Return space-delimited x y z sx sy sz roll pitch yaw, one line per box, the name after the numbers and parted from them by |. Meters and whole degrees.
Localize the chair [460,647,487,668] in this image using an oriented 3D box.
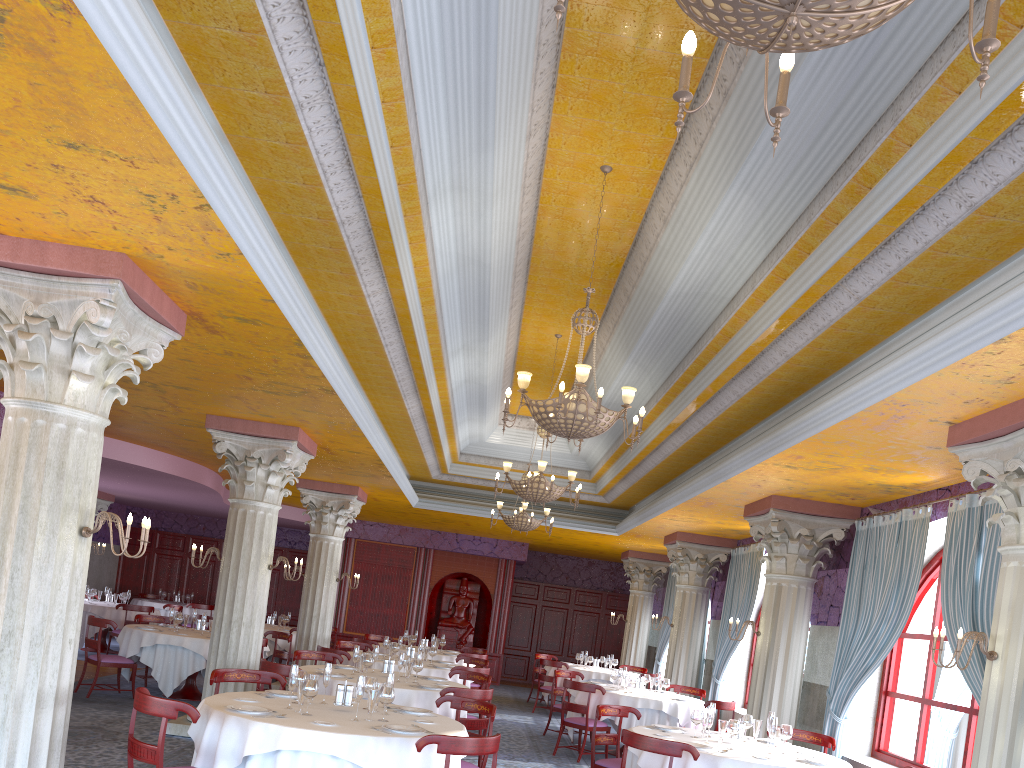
-0.911 5.787 17.043 0.741 1.080 0.663 3 -6 44 | chair

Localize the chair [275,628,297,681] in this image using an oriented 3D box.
-3.984 5.123 16.109 0.639 1.080 0.769 4 -6 44 | chair

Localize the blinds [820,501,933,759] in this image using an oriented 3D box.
3.730 3.059 9.033 0.244 3.487 1.727 8 -3 1 | blinds

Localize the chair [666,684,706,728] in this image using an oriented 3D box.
2.660 5.387 13.720 0.741 1.080 0.663 3 -6 44 | chair

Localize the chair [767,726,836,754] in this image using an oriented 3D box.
2.843 4.096 8.764 0.741 1.080 0.663 3 -6 44 | chair

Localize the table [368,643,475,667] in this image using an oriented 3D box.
-1.746 5.488 16.148 2.080 0.940 2.156 8 -12 0 | table

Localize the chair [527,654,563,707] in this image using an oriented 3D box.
0.768 6.384 18.437 0.639 1.080 0.769 4 -6 44 | chair

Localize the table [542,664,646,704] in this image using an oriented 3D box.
1.648 6.335 17.607 2.080 0.940 2.156 8 -12 0 | table

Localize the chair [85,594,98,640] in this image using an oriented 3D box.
-9.080 4.942 18.021 0.639 1.080 0.769 4 -6 44 | chair

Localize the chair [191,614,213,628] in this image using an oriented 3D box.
-5.700 4.874 16.044 0.741 1.080 0.663 3 -6 44 | chair

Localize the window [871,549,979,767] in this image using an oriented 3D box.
4.442 2.578 8.078 0.160 2.503 3.665 8 -10 0 | window

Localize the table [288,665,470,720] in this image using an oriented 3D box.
-1.510 3.827 9.773 2.080 0.940 2.156 8 -12 0 | table

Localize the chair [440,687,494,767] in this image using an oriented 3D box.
-0.611 3.674 8.937 0.639 1.080 0.769 4 -6 44 | chair

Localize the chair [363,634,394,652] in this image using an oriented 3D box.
-2.626 5.537 16.977 0.639 1.080 0.769 4 -6 44 | chair

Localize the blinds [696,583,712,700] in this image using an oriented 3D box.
3.452 5.012 16.526 0.245 3.487 1.724 8 -3 -1 | blinds

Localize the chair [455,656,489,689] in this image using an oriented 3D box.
-0.788 4.923 13.726 0.741 1.080 0.663 3 -6 44 | chair

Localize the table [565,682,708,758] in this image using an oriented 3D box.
1.825 5.089 12.825 2.080 0.940 2.156 8 -12 0 | table

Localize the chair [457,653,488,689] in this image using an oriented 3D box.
-0.847 5.336 15.312 0.639 1.080 0.769 4 -6 44 | chair

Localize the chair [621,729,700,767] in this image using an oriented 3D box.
1.192 3.395 6.967 0.741 1.080 0.663 3 -6 44 | chair

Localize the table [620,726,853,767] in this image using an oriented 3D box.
2.008 3.797 7.869 2.080 0.940 2.156 8 -12 0 | table

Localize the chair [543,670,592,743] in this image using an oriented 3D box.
0.945 5.138 13.655 0.639 1.080 0.769 4 -6 44 | chair

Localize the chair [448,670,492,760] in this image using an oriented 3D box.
-0.675 4.125 10.668 0.741 1.080 0.663 3 -6 44 | chair

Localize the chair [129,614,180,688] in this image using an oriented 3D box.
-5.606 4.214 13.513 0.639 1.080 0.769 4 -6 44 | chair

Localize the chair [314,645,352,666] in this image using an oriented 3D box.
-2.439 4.222 11.930 0.741 1.080 0.663 3 -6 44 | chair

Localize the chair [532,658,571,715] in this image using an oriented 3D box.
0.832 5.933 16.706 0.741 1.080 0.663 3 -6 44 | chair

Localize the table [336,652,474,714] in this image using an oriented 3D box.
-1.623 4.624 12.831 2.080 0.940 2.156 8 -12 0 | table

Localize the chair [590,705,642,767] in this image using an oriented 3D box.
1.128 3.846 8.698 0.639 1.080 0.769 4 -6 44 | chair

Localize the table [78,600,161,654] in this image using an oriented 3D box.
-8.200 4.893 17.192 2.080 0.940 2.156 8 -12 0 | table

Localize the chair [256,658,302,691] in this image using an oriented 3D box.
-2.326 3.425 8.871 0.741 1.080 0.663 3 -6 44 | chair

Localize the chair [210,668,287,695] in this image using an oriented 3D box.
-2.272 3.040 7.394 0.639 1.080 0.769 4 -6 44 | chair

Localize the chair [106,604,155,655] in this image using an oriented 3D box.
-7.300 4.740 16.356 0.639 1.080 0.769 4 -6 44 | chair

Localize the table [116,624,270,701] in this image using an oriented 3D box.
-4.726 4.165 12.683 2.080 0.940 2.156 8 -12 0 | table

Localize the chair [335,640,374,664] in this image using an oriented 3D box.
-2.503 4.673 13.661 0.639 1.080 0.769 4 -6 44 | chair

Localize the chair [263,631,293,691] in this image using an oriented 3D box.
-3.890 4.463 13.578 0.741 1.080 0.663 3 -6 44 | chair

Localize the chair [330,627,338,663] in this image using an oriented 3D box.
-4.048 5.574 17.840 0.741 1.080 0.663 3 -6 44 | chair

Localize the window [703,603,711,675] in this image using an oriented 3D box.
4.090 5.059 17.594 0.160 2.503 3.665 8 -10 0 | window

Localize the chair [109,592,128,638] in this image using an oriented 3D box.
-9.401 5.628 20.768 0.741 1.080 0.663 3 -6 44 | chair

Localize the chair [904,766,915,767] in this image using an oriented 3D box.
2.908 3.644 7.032 0.639 1.080 0.769 4 -6 44 | chair

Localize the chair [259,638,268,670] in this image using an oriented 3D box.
-3.826 4.012 11.847 0.639 1.080 0.769 4 -6 44 | chair

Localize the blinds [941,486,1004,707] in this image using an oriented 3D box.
3.804 2.536 7.025 0.245 3.487 1.724 8 -3 -1 | blinds

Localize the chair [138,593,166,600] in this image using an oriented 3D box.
-9.465 6.079 22.499 0.639 1.080 0.769 4 -6 44 | chair

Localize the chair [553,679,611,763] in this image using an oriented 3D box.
1.009 4.687 11.923 0.741 1.080 0.663 3 -6 44 | chair

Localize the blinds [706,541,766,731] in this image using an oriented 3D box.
3.552 4.311 13.837 0.244 3.487 1.727 8 -3 1 | blinds

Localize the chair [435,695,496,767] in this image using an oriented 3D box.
-0.556 3.289 7.459 0.741 1.080 0.663 3 -6 44 | chair

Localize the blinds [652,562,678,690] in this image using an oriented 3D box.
3.378 5.535 18.533 0.244 3.487 1.727 8 -3 1 | blinds

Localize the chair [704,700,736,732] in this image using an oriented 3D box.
2.724 4.936 11.989 0.639 1.080 0.769 4 -6 44 | chair

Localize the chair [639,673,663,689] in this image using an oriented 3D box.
2.547 6.183 16.771 0.639 1.080 0.769 4 -6 44 | chair

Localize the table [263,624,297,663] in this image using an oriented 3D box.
-4.883 5.276 16.945 2.080 0.940 2.156 8 -12 0 | table

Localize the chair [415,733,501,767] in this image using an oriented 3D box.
-0.492 2.838 5.728 0.639 1.080 0.769 4 -6 44 | chair

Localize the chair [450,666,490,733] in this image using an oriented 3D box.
-0.724 4.471 11.995 0.639 1.080 0.769 4 -6 44 | chair

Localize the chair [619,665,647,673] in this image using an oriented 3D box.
2.483 6.634 18.502 0.741 1.080 0.663 3 -6 44 | chair

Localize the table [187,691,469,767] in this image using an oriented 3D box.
-1.391 2.991 6.564 2.080 0.940 2.156 8 -12 0 | table

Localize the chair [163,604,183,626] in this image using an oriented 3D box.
-7.365 5.191 18.087 0.741 1.080 0.663 3 -6 44 | chair

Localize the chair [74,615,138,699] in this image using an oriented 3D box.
-5.542 3.763 11.782 0.741 1.080 0.663 3 -6 44 | chair

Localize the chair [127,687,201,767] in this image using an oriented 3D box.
-2.208 2.588 5.663 0.741 1.080 0.663 3 -6 44 | chair

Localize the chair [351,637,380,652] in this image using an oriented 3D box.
-2.562 5.086 15.246 0.741 1.080 0.663 3 -6 44 | chair

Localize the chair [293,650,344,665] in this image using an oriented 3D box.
-2.390 3.876 10.602 0.639 1.080 0.769 4 -6 44 | chair

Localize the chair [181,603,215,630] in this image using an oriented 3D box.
-7.685 5.877 20.834 0.639 1.080 0.769 4 -6 44 | chair

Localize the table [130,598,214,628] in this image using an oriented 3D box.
-8.585 6.030 21.670 2.080 0.940 2.156 8 -12 0 | table
